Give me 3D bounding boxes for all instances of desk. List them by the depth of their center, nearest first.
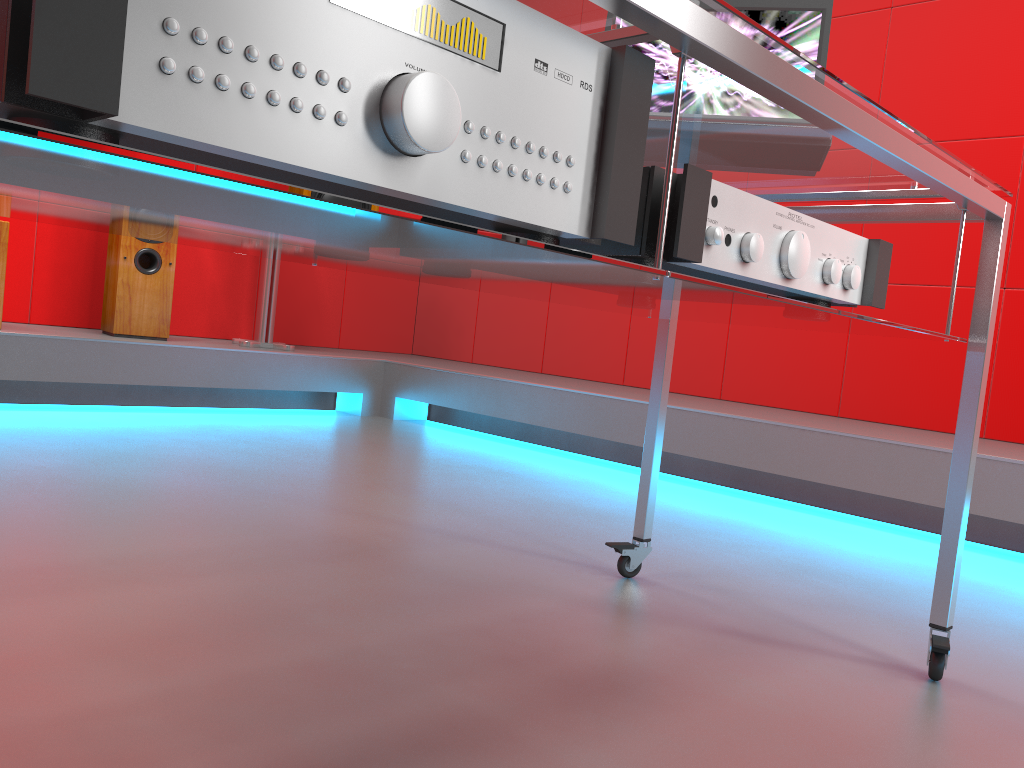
[{"bbox_3d":[-0.091,0.015,0.867,0.594,0.690,1.617,9,4,44],"label":"desk"}]

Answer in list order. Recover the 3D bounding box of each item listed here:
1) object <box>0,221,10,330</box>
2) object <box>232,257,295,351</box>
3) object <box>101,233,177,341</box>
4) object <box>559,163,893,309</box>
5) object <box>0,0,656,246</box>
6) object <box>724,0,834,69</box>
[{"bbox_3d":[-1.934,-0.386,2.945,0.360,0.360,0.360,9,4,44],"label":"object"},{"bbox_3d":[-1.026,-0.685,3.831,0.231,1.058,0.265,5,3,-26],"label":"object"},{"bbox_3d":[-1.424,-0.706,3.452,0.203,1.052,0.238,4,4,-36],"label":"object"},{"bbox_3d":[0.160,-0.147,1.009,0.365,0.092,0.435,9,4,44],"label":"object"},{"bbox_3d":[-0.176,-0.198,0.651,0.371,0.158,0.431,9,4,44],"label":"object"},{"bbox_3d":[0.265,-0.456,1.214,0.342,0.285,0.340,7,3,14],"label":"object"}]
